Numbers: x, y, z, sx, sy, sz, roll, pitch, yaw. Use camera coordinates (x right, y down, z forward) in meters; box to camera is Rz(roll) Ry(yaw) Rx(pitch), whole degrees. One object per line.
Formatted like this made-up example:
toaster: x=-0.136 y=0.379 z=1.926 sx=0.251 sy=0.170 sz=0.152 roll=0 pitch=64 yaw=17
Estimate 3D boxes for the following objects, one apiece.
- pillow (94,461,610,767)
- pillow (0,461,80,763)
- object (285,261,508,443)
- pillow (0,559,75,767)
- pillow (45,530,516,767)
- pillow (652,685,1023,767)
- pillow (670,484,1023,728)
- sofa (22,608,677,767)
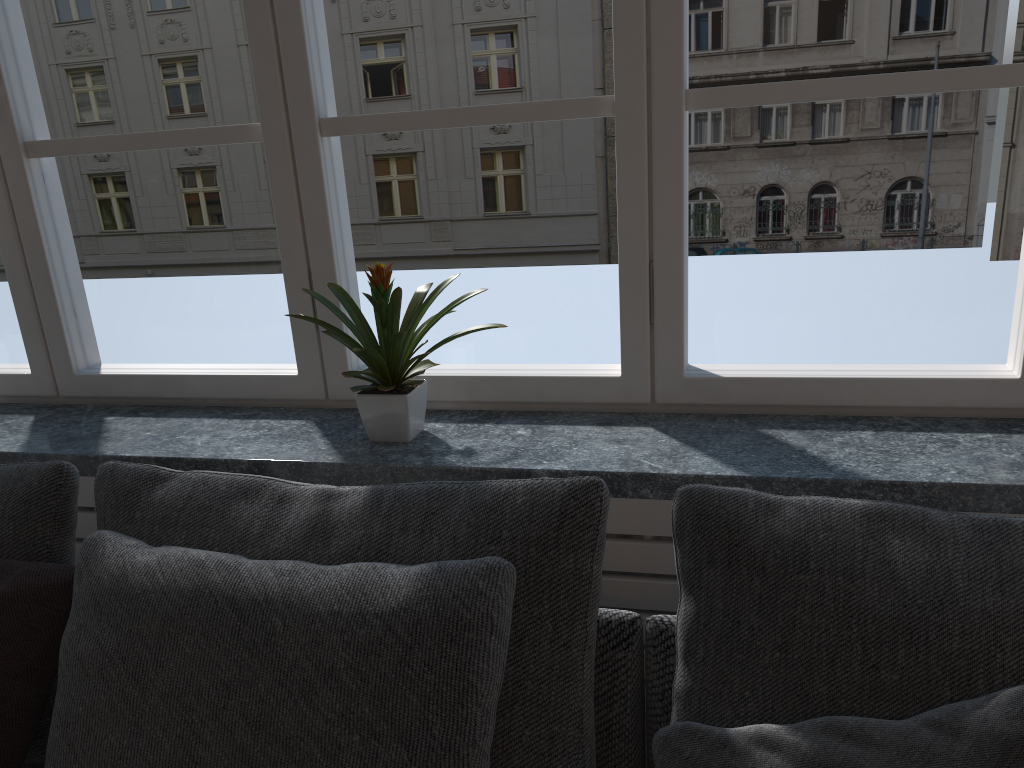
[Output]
pillow: x=-0.278 y=0.377 z=1.311 sx=0.839 sy=0.486 sz=0.271 roll=1 pitch=19 yaw=15
pillow: x=-1.120 y=0.376 z=1.528 sx=0.836 sy=0.489 sz=0.269 roll=1 pitch=19 yaw=15
object: x=-0.203 y=-0.058 z=1.615 sx=0.376 sy=0.336 sz=0.316 roll=-7 pitch=18 yaw=-9
pillow: x=-0.912 y=0.443 z=1.328 sx=0.521 sy=0.412 sz=0.304 roll=1 pitch=19 yaw=17
pillow: x=-0.326 y=0.441 z=1.194 sx=0.666 sy=0.406 sz=0.286 roll=1 pitch=19 yaw=15
pillow: x=0.428 y=0.510 z=0.897 sx=0.492 sy=0.328 sz=0.434 roll=-5 pitch=17 yaw=-2
pillow: x=0.602 y=0.388 z=1.063 sx=0.836 sy=0.488 sz=0.269 roll=1 pitch=19 yaw=15
sofa: x=-0.429 y=0.920 z=0.610 sx=3.066 sy=0.687 sz=1.996 roll=0 pitch=17 yaw=15
